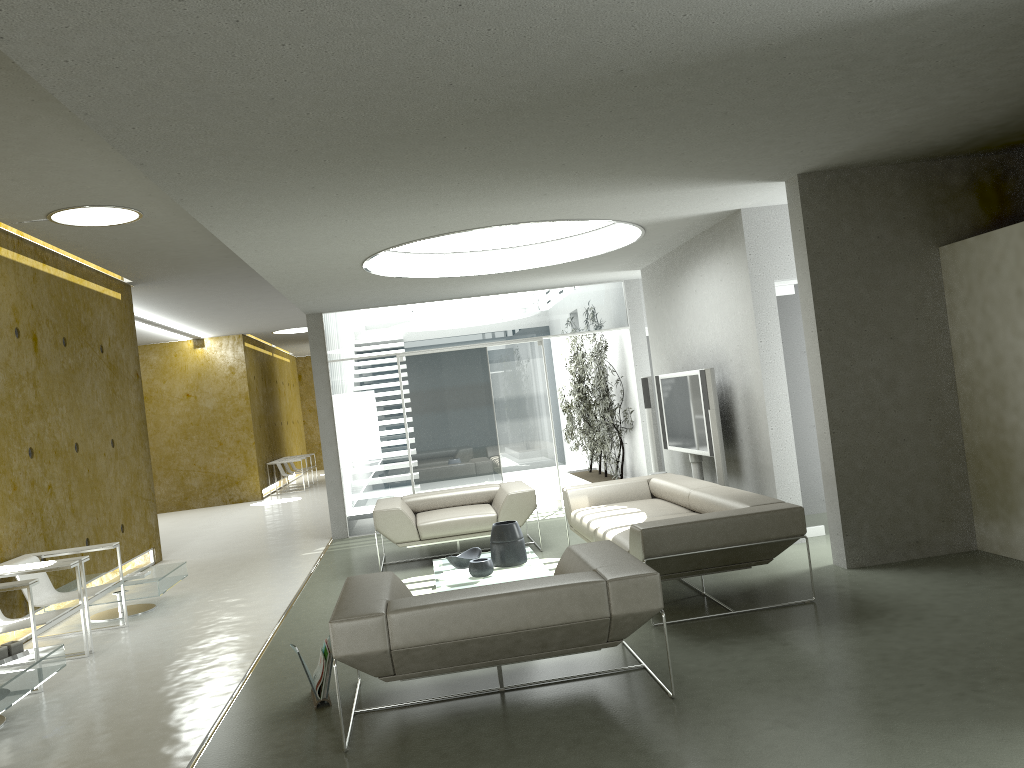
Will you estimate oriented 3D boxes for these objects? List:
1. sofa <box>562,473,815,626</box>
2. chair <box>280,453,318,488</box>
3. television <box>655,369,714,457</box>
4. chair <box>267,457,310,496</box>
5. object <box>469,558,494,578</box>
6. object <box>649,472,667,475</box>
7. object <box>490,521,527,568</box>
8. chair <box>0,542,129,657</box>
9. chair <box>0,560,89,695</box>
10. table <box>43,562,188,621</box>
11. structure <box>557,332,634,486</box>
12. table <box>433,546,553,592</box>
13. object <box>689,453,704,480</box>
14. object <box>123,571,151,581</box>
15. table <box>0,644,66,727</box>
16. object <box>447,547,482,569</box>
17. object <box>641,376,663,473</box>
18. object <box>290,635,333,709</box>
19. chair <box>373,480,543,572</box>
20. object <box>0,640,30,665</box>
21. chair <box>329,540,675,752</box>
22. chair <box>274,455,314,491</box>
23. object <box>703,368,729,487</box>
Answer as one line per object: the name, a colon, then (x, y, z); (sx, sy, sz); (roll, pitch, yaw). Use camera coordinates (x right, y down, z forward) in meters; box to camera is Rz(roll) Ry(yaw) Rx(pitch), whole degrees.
sofa: (1.120, 1.105, 6.619); (1.037, 0.585, 2.791); (-7, -1, -6)
chair: (-4.912, 1.992, 20.458); (0.710, 0.667, 0.800); (-7, -1, -6)
television: (1.693, 0.270, 8.496); (0.127, 0.781, 1.603); (-7, -1, -6)
chair: (-4.723, 1.945, 18.756); (0.710, 0.667, 0.800); (-7, -1, -6)
object: (-0.218, 1.300, 6.269); (0.177, 0.113, 0.177); (-7, -1, -26)
object: (1.544, 1.153, 9.218); (0.175, 0.461, 0.185); (-7, -1, -12)
object: (-0.034, 1.183, 6.579); (0.265, 0.309, 0.265); (-7, -1, -24)
chair: (-3.374, 1.611, 6.577); (0.710, 0.667, 0.800); (-7, -1, -6)
chair: (-3.280, 1.588, 5.726); (0.710, 0.667, 0.800); (-7, -1, -6)
table: (-3.343, 1.806, 7.582); (0.900, 0.300, 0.900); (-7, -1, -6)
structure: (1.058, 0.189, 12.692); (0.646, 2.589, 3.371); (-7, -1, -7)
table: (-0.158, 1.454, 6.472); (0.790, 0.200, 1.500); (-7, -1, -6)
object: (1.728, 1.006, 8.480); (0.323, 0.689, 0.882); (-7, -1, -6)
object: (-3.167, 1.618, 7.475); (0.197, 0.029, 0.189); (-7, -1, -6)
table: (-3.029, 1.729, 4.752); (0.900, 0.300, 0.900); (-7, -1, -6)
object: (-0.353, 1.316, 6.641); (0.223, 0.125, 0.317); (-7, -1, 30)
object: (1.552, 0.650, 9.624); (0.310, 1.469, 0.310); (-7, -1, 21)
object: (-1.020, 1.488, 4.588); (0.216, 0.288, 0.329); (-7, -1, -16)
chair: (-0.536, 1.335, 8.467); (1.481, 0.583, 1.039); (-7, -1, -6)
object: (-2.876, 1.513, 4.948); (0.118, 0.097, 0.326); (-7, -1, 19)
chair: (-0.085, 1.223, 4.394); (1.481, 0.583, 1.039); (-7, -1, -6)
chair: (-4.818, 1.969, 19.607); (0.710, 0.667, 0.800); (-7, -1, -6)
object: (1.732, 0.597, 7.393); (0.310, 1.469, 0.310); (-6, -1, -29)
